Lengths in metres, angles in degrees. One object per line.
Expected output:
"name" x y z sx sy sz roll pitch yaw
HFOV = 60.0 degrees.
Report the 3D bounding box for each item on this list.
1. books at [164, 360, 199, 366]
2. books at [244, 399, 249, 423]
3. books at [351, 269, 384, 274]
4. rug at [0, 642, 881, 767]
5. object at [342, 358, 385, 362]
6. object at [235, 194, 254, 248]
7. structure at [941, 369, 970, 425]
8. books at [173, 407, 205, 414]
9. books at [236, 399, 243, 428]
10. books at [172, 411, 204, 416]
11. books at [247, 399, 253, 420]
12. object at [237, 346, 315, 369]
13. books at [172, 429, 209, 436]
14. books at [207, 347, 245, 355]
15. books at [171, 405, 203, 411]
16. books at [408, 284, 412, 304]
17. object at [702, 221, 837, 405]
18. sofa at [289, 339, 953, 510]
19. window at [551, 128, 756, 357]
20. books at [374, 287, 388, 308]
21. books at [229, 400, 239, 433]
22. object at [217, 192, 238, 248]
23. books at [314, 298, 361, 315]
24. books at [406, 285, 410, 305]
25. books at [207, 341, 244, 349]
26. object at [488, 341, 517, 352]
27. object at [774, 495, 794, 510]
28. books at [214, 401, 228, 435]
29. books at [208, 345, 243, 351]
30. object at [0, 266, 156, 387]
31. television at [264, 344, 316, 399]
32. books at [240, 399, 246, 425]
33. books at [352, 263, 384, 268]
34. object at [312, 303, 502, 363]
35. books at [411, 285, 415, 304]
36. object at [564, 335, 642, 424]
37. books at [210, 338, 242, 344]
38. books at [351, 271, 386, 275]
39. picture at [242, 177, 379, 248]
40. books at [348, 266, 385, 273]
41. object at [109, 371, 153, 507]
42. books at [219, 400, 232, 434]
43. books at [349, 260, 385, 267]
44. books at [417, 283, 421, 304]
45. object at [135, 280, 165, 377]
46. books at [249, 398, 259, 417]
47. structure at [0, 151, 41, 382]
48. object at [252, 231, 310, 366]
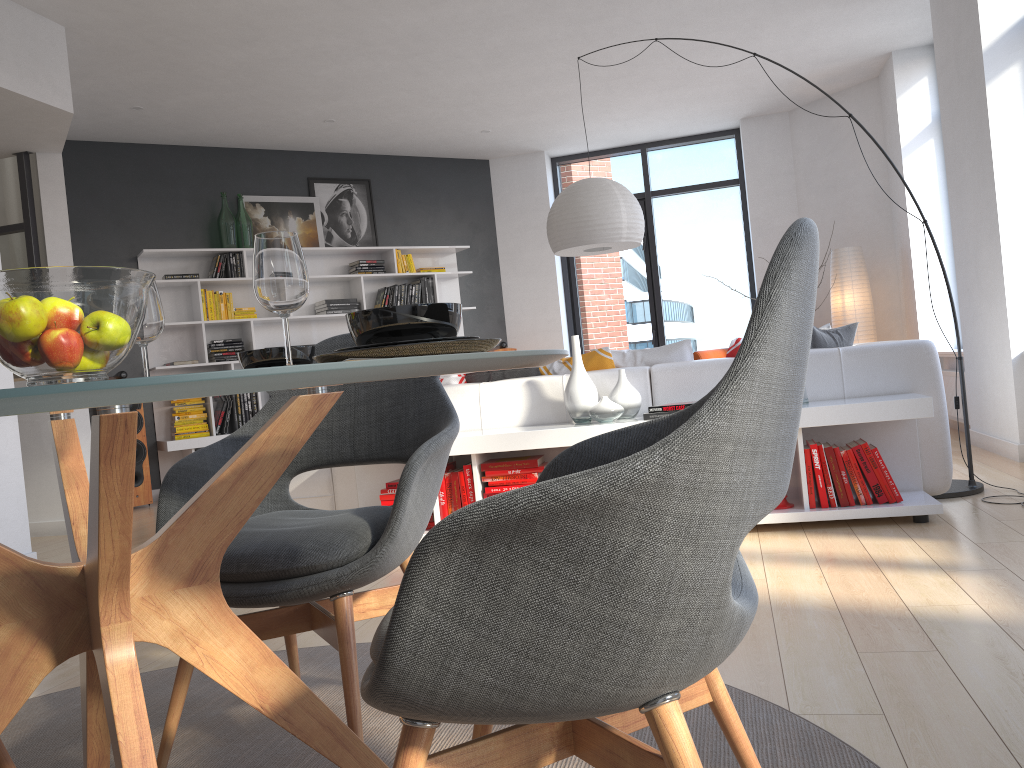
"books" -2.748 -0.167 7.368 0.209 0.030 0.266 -6 1 -38
"books" -2.311 0.251 7.632 0.034 0.315 0.239 -6 1 -31
"books" -1.351 -1.045 8.281 0.264 0.020 0.189 -6 1 -33
"rug" -0.594 0.792 1.365 2.499 0.010 2.499 -6 1 -13
"object" -0.151 -0.034 1.225 0.206 0.015 0.309 -6 1 18
"object" -2.344 -1.405 7.727 0.157 0.507 0.157 -6 1 -18
"structure" 3.221 0.133 6.372 0.110 0.460 1.015 -6 1 14
"books" -2.699 0.222 7.417 0.234 0.024 0.171 -6 1 -27
"books" -2.363 0.256 7.597 0.034 0.314 0.237 -6 1 -31
"books" -2.706 0.247 7.416 0.238 0.023 0.167 -6 1 -16
"books" -2.278 0.267 7.644 0.028 0.272 0.200 -6 1 -31
"object" -0.494 -0.036 1.873 0.258 0.074 0.258 -6 1 -6
"books" -2.686 0.406 7.401 0.269 0.025 0.213 -6 1 -28
"books" -2.441 -0.281 7.568 0.284 0.030 0.214 -6 1 -23
"books" -2.723 0.199 7.432 0.234 0.024 0.171 -6 1 -27
"books" -1.011 -0.815 8.452 0.075 0.254 0.192 -6 1 -32
"object" 1.177 -0.280 3.718 0.607 0.744 0.406 -6 1 -36
"sofa" 0.534 0.276 5.441 3.424 0.732 2.614 -6 1 14
"window" 1.493 -1.300 9.268 1.960 2.402 0.170 -6 1 14
"books" -1.235 -0.781 8.313 0.104 0.234 0.182 -6 1 -31
"books" -2.386 0.267 7.576 0.028 0.301 0.213 -6 1 -31
"object" -2.447 -1.393 7.598 0.157 0.507 0.157 -6 1 -18
"books" -1.598 -0.695 8.127 0.343 0.137 0.277 -6 1 -36
"books" -1.016 -0.807 8.418 0.069 0.242 0.172 -6 1 -30
"books" -2.455 -0.331 7.589 0.284 0.030 0.214 -6 1 -23
"object" -0.081 0.126 8.906 0.290 1.088 0.434 -6 1 -16
"object" 1.115 0.392 3.747 0.125 0.258 0.125 -6 1 -9
"books" -2.494 0.284 7.529 0.142 0.284 0.232 -6 1 -31
"books" -2.447 -0.306 7.570 0.264 0.020 0.189 -6 1 -28
"object" -0.679 -0.065 1.345 0.278 0.184 0.278 -6 1 22
"television" -1.671 -0.015 8.070 1.102 0.704 0.207 -6 1 -31
"books" -2.337 0.247 7.617 0.026 0.326 0.237 -6 1 -31
"books" -1.347 -1.099 8.278 0.246 0.026 0.180 -6 1 -29
"object" -0.145 -0.065 1.219 0.258 0.074 0.258 -5 1 33
"books" -0.982 -0.813 8.454 0.071 0.243 0.179 -6 1 -32
"object" 0.384 -0.029 3.999 0.316 0.398 0.319 -5 1 38
"books" -2.443 -0.360 7.566 0.246 0.026 0.180 -6 1 -24
"books" -1.345 -1.020 8.279 0.284 0.030 0.214 -6 1 -28
"picture" -1.853 -1.555 8.152 1.279 0.707 0.076 -6 1 -31
"books" -1.361 -1.070 8.300 0.284 0.030 0.214 -6 1 -28
"object" -3.120 0.450 7.058 0.434 1.088 0.290 -5 1 44
"books" -2.441 0.276 7.540 0.100 0.289 0.210 -6 1 -32
"books" -1.358 -1.125 8.286 0.266 0.030 0.209 -6 1 -38
"books" -0.928 -0.827 8.502 0.066 0.260 0.197 -6 1 -31
"object" -0.687 -0.086 1.650 0.083 0.220 0.083 -6 1 -14
"books" -2.246 0.252 7.666 0.051 0.297 0.230 -6 1 -31
"structure" -4.769 -1.037 7.581 4.190 4.339 2.823 -6 1 14
"object" -0.346 -0.117 1.343 0.083 0.220 0.083 -6 1 -26
